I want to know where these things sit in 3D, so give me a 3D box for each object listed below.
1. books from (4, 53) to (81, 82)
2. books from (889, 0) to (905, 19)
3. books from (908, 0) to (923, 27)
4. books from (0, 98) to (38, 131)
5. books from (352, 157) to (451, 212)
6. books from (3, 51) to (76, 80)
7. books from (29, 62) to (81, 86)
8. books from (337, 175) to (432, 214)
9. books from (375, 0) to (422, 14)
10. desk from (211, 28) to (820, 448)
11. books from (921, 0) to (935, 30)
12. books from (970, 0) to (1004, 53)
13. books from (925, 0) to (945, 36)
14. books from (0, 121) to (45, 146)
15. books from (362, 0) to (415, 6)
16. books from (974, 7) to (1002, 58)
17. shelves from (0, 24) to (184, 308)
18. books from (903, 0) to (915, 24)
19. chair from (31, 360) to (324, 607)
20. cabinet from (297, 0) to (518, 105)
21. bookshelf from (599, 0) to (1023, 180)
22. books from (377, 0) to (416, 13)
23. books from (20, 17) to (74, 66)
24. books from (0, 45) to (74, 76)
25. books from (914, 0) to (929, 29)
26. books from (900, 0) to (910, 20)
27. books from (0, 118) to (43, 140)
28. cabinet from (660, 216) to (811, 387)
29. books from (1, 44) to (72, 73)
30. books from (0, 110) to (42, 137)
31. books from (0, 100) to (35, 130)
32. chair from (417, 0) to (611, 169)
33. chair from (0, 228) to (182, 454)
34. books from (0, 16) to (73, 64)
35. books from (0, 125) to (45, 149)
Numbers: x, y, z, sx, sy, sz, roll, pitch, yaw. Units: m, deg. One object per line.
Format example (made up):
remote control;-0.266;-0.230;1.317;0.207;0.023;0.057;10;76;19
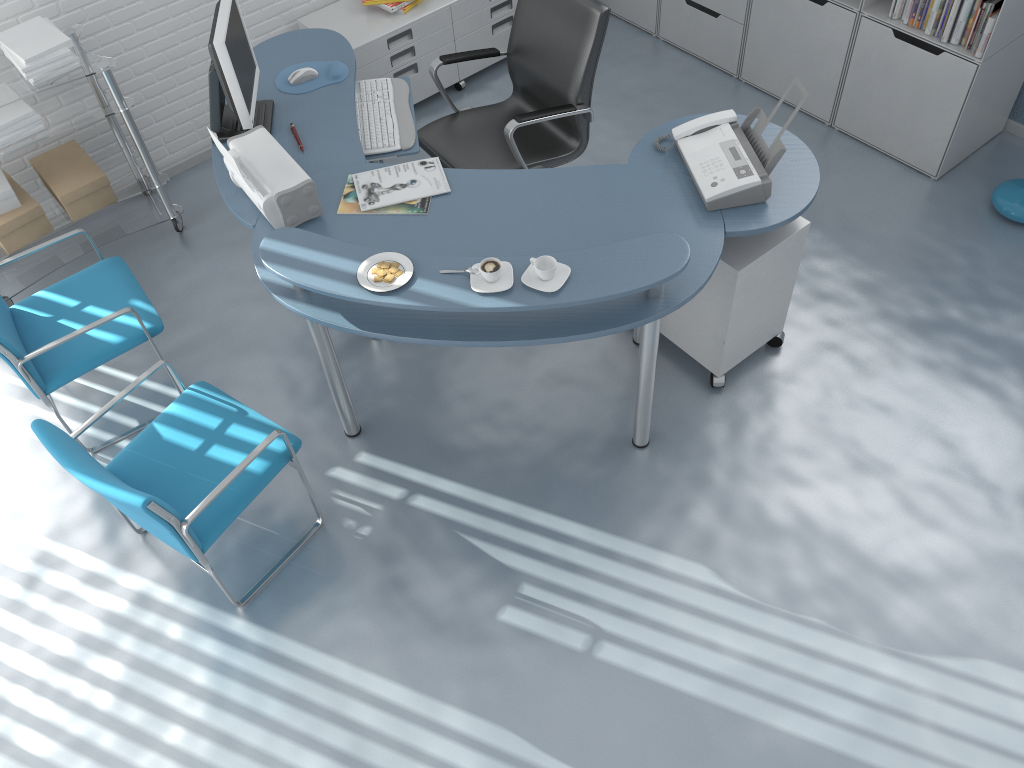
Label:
books;-1.813;-1.261;3.421;0.190;0.015;0.270;-37;58;-23
books;1.652;-1.647;3.687;0.157;0.203;0.040;-35;57;-21
books;1.710;-1.595;3.641;0.157;0.203;0.032;-35;57;-21
books;-1.985;-1.071;3.450;0.190;0.015;0.270;-33;56;-21
books;-0.372;-0.670;2.965;0.300;0.010;0.200;-14;51;-7
books;-1.818;-1.264;3.405;0.190;0.015;0.270;-33;56;-21
books;-1.812;-1.252;3.433;0.190;0.015;0.270;-35;57;-21
books;-0.413;-0.630;2.938;0.300;0.005;0.200;1;51;6
books;-0.516;-1.905;4.322;0.210;0.020;0.300;26;58;23
desk;-0.205;-0.483;3.203;2.282;0.900;1.402;18;55;18
books;1.748;-1.564;3.620;0.146;0.193;0.032;-35;57;-21
books;1.893;-1.431;3.494;0.157;0.203;0.032;-35;57;-21
books;1.762;-1.547;3.589;0.166;0.217;0.038;-35;57;-21
books;-1.983;-1.036;3.480;0.190;0.015;0.270;-38;58;-24
books;-0.568;-1.896;4.268;0.300;0.020;0.210;-6;51;0
books;1.907;-1.395;3.489;0.178;0.163;0.032;-35;57;-21
shelves;-1.963;-0.859;3.683;0.896;0.848;0.441;-34;56;-21
books;1.693;-1.609;3.657;0.157;0.198;0.022;-35;57;-21
chair;-1.001;0.278;2.778;0.542;0.707;0.543;27;58;24
cabinet;-0.410;-1.805;4.557;1.259;0.484;0.447;-35;57;-22
bookshelf;1.322;-2.061;4.192;0.521;1.141;2.294;-35;57;-21
books;-0.533;-1.898;4.293;0.210;0.020;0.300;36;62;29
books;-1.814;-1.310;3.383;0.190;0.015;0.270;-35;57;-21
books;-1.822;-1.278;3.397;0.190;0.015;0.270;-35;57;-21
books;1.728;-1.570;3.640;0.157;0.172;0.021;-35;57;-21
books;1.682;-1.639;3.662;0.138;0.229;0.032;-35;57;-21
books;-1.980;-1.052;3.474;0.190;0.015;0.270;-34;56;-21
cabinet;0.721;-0.409;3.260;0.383;0.605;0.559;-33;56;-20
books;-1.817;-1.283;3.381;0.190;0.015;0.270;-32;56;-20
books;-1.978;-1.057;3.458;0.190;0.015;0.270;-36;57;-22
books;-1.989;-1.063;3.425;0.190;0.015;0.270;-37;58;-23
chair;-0.011;-1.076;3.636;0.652;0.948;0.584;-30;55;-18
chair;-1.584;-0.201;3.212;0.543;0.707;0.542;-30;55;-19
books;-1.817;-1.308;3.363;0.190;0.015;0.270;-39;58;-24
books;-1.982;-1.027;3.492;0.190;0.015;0.270;-36;57;-22
